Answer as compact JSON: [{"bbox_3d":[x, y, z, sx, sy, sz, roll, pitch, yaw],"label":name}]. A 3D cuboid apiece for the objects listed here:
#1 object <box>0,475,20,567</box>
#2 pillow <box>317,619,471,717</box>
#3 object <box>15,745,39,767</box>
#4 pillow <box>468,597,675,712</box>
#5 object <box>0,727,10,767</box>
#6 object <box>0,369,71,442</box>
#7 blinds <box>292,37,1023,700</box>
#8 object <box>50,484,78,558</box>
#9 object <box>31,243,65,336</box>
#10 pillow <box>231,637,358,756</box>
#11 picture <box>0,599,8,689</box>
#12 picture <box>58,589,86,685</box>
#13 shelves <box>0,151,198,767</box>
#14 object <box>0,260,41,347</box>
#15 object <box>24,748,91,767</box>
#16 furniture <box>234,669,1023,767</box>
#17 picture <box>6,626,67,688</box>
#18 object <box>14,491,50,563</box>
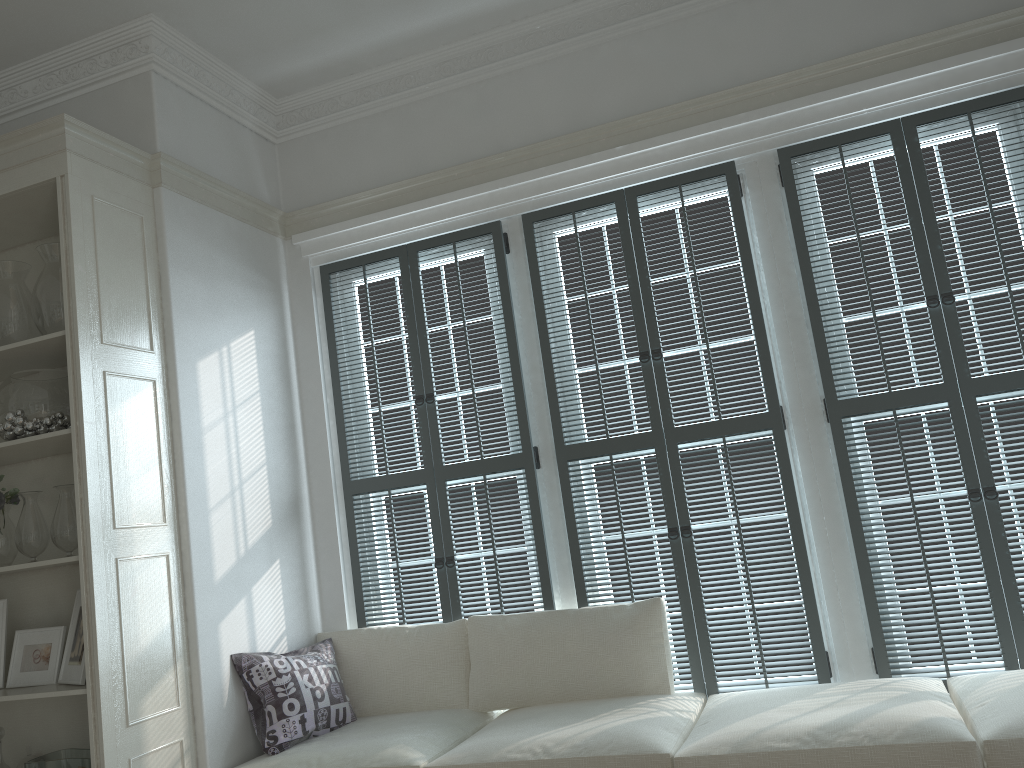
[{"bbox_3d":[-1.847,0.487,3.181,0.166,0.355,0.206,-2,-10,-32],"label":"object"},{"bbox_3d":[-0.479,1.154,3.552,0.695,0.360,0.187,-11,-9,19],"label":"pillow"},{"bbox_3d":[-1.705,1.379,3.138,0.094,0.188,0.094,-3,-10,-29],"label":"object"},{"bbox_3d":[0.201,1.020,3.318,0.787,0.360,0.193,-11,-9,19],"label":"pillow"},{"bbox_3d":[-1.798,1.346,3.117,0.088,0.271,0.088,-12,-10,23],"label":"object"},{"bbox_3d":[-1.656,0.089,3.131,0.329,0.249,0.329,-7,-9,-7],"label":"object"},{"bbox_3d":[0.616,0.159,3.393,3.076,2.238,0.141,-11,-9,18],"label":"blinds"},{"bbox_3d":[-1.533,0.477,3.060,0.110,0.251,0.110,-6,-9,-9],"label":"object"},{"bbox_3d":[-1.603,-0.306,3.151,0.193,0.362,0.193,-8,-9,2],"label":"object"},{"bbox_3d":[-0.784,1.168,3.337,0.229,0.398,0.550,-13,-10,31],"label":"pillow"},{"bbox_3d":[-1.897,0.925,3.112,0.231,0.300,0.127,-6,-9,-11],"label":"picture"},{"bbox_3d":[-1.418,0.833,2.950,0.202,0.300,0.124,-16,-12,43],"label":"picture"},{"bbox_3d":[-1.677,0.572,3.066,0.972,2.523,0.399,-11,-9,18],"label":"shelves"},{"bbox_3d":[-1.833,-0.258,3.254,0.193,0.362,0.193,-8,-9,2],"label":"object"},{"bbox_3d":[-1.392,1.301,2.900,0.387,0.180,0.171,-11,-9,18],"label":"object"},{"bbox_3d":[0.615,1.259,2.819,3.150,0.459,0.837,-11,-9,18],"label":"furniture"},{"bbox_3d":[-1.630,0.943,3.083,0.206,0.192,0.124,-10,-9,14],"label":"picture"},{"bbox_3d":[-1.684,0.506,3.112,0.110,0.251,0.110,-6,-9,-9],"label":"object"}]
